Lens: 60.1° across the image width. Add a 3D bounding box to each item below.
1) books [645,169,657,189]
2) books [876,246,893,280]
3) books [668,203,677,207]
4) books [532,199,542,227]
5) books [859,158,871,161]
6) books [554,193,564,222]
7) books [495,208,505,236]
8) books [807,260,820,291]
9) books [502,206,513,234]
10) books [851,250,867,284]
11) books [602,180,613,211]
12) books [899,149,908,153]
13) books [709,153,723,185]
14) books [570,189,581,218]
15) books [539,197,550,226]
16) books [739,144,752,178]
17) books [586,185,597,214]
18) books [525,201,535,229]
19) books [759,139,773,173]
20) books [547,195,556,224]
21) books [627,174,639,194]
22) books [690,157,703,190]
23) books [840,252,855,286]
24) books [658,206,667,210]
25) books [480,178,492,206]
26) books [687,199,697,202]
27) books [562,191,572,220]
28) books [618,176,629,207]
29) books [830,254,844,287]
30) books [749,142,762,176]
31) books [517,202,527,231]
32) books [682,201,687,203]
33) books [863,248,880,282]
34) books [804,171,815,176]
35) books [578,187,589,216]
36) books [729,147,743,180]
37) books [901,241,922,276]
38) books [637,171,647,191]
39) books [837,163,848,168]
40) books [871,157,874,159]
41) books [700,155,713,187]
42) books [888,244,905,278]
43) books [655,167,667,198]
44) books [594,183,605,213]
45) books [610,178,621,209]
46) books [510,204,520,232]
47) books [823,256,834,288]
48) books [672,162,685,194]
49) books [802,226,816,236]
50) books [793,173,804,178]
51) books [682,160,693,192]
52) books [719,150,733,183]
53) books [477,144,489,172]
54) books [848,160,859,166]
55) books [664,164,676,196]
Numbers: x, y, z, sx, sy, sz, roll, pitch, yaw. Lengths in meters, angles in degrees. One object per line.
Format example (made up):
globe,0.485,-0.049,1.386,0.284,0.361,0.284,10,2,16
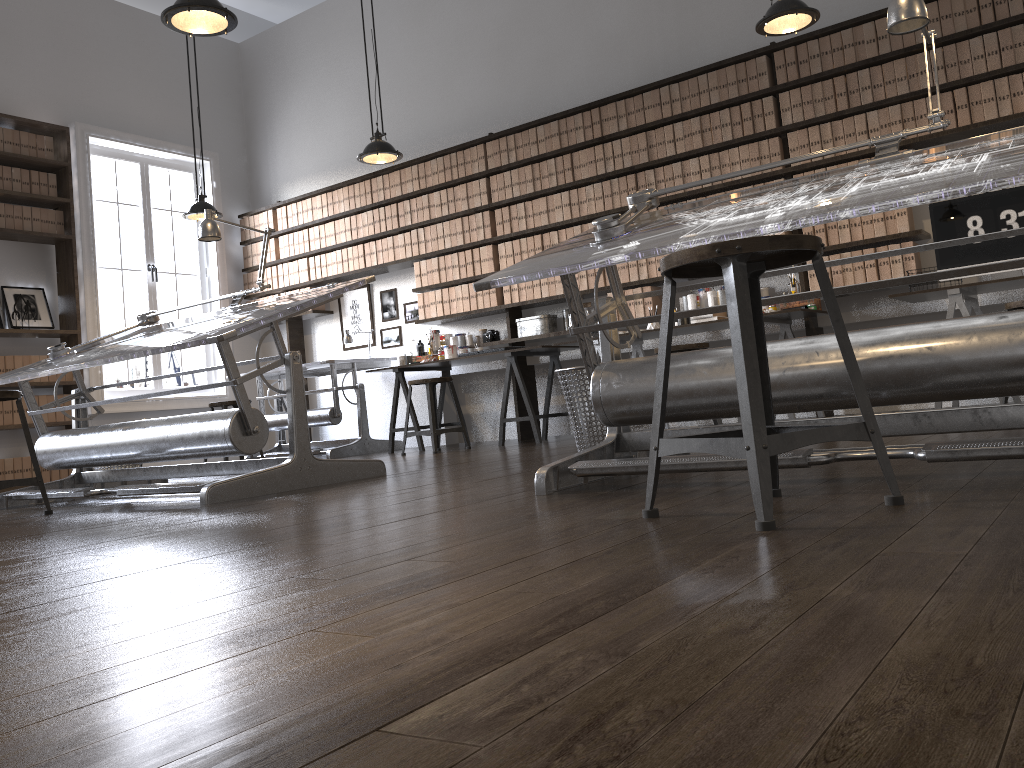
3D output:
books,1.032,-1.405,6.320,0.066,0.226,0.174,-9,-5,35
books,2.300,-0.724,5.426,0.066,0.226,0.174,-9,-5,35
books,1.171,-1.142,6.218,0.066,0.227,0.174,-9,-5,35
books,0.243,-1.312,6.877,0.066,0.226,0.174,-9,-5,35
books,2.221,-1.271,5.488,0.066,0.226,0.174,-9,-5,35
books,0.402,-1.331,6.763,0.066,0.226,0.174,-9,-5,35
books,-0.051,-1.277,7.084,0.066,0.226,0.174,-9,-5,35
books,1.955,-0.684,5.663,0.066,0.226,0.174,-9,-5,35
books,0.006,-1.284,7.037,0.066,0.227,0.174,-9,-5,35
books,2.179,-0.710,5.510,0.066,0.226,0.174,-9,-5,35
books,0.747,-1.371,6.517,0.066,0.227,0.174,-9,-5,35
books,2.395,-1.291,5.367,0.066,0.226,0.174,-9,-5,35
books,1.425,-1.451,6.048,0.066,0.226,0.174,-9,-5,35
books,0.519,-1.344,6.683,0.066,0.226,0.174,-9,-5,35
books,0.295,-1.318,6.834,0.066,0.227,0.174,-9,-5,35
books,1.594,-1.471,5.923,0.066,0.226,0.174,-9,-5,35
books,0.631,-1.358,6.602,0.066,0.226,0.174,-9,-5,35
books,0.186,-1.305,6.918,0.066,0.226,0.174,-9,-5,35
books,1.702,-1.483,5.853,0.066,0.226,0.174,-9,-5,35
books,0.352,-1.325,6.800,0.066,0.226,0.174,-9,-5,35
books,0.912,-1.391,6.402,0.066,0.227,0.174,-9,-5,35
books,1.308,-1.437,6.128,0.066,0.226,0.174,-9,-5,35
books,2.125,-0.703,5.546,0.066,0.226,0.174,-9,-5,35
books,1.114,-1.135,6.264,0.066,0.226,0.174,-9,-5,35
books,-0.174,-1.540,7.168,0.066,0.227,0.174,-9,-5,35
books,1.290,-1.156,6.135,0.066,0.226,0.174,-9,-5,35
books,0.460,-1.338,6.720,0.066,0.227,0.174,-9,-5,35
books,0.855,-1.384,6.449,0.066,0.226,0.174,-9,-5,35
books,2.071,-0.697,5.578,0.066,0.227,0.174,-9,-5,35
books,1.648,-1.477,5.885,0.066,0.227,0.174,-9,-5,35
books,0.126,-1.298,6.955,0.066,0.226,0.174,-9,-5,35
books,1.235,-1.149,6.179,0.066,0.226,0.174,-9,-5,35
books,2.236,-0.717,5.464,0.066,0.227,0.174,-9,-5,35
books,1.945,-1.239,5.680,0.066,0.226,0.174,-9,-5,35
books,0.577,-1.351,6.645,0.066,0.226,0.174,-9,-5,35
books,1.537,-1.464,5.967,0.066,0.226,0.174,-9,-5,35
books,2.415,-0.737,5.344,0.066,0.226,0.174,-9,-5,35
books,0.976,-1.398,6.364,0.066,0.226,0.174,-9,-5,35
books,2.112,-1.258,5.563,0.066,0.226,0.174,-9,-5,35
books,2.279,-1.278,5.447,0.066,0.226,0.174,-9,-5,35
books,1.365,-1.444,6.085,0.066,0.227,0.174,-9,-5,35
books,2.356,-0.731,5.381,0.066,0.226,0.174,-9,-5,35
books,1.091,-1.412,6.283,0.066,0.226,0.174,-9,-5,35
books,0.688,-1.364,6.558,0.066,0.226,0.174,-9,-5,35
books,0.801,-1.378,6.484,0.066,0.226,0.174,-9,-5,35
books,0.071,-1.292,6.999,0.066,0.226,0.174,-9,-5,35
books,2.012,-0.690,5.619,0.066,0.226,0.174,-9,-5,35
books,1.200,-1.425,6.199,0.066,0.227,0.174,-9,-5,35
books,1.929,-0.960,5.689,0.066,0.226,0.174,-9,-5,35
books,1.889,-1.232,5.722,0.066,0.226,0.174,-9,-5,35
books,1.257,-1.431,6.165,0.066,0.226,0.174,-9,-5,35
books,1.483,-1.457,6.010,0.066,0.226,0.174,-9,-5,35
books,-0.196,-1.817,7.185,0.066,0.226,0.174,-9,-5,35
books,2.163,-1.264,5.521,0.066,0.227,0.174,-9,-5,35
books,1.149,-1.418,6.242,0.066,0.226,0.174,-9,-5,35
